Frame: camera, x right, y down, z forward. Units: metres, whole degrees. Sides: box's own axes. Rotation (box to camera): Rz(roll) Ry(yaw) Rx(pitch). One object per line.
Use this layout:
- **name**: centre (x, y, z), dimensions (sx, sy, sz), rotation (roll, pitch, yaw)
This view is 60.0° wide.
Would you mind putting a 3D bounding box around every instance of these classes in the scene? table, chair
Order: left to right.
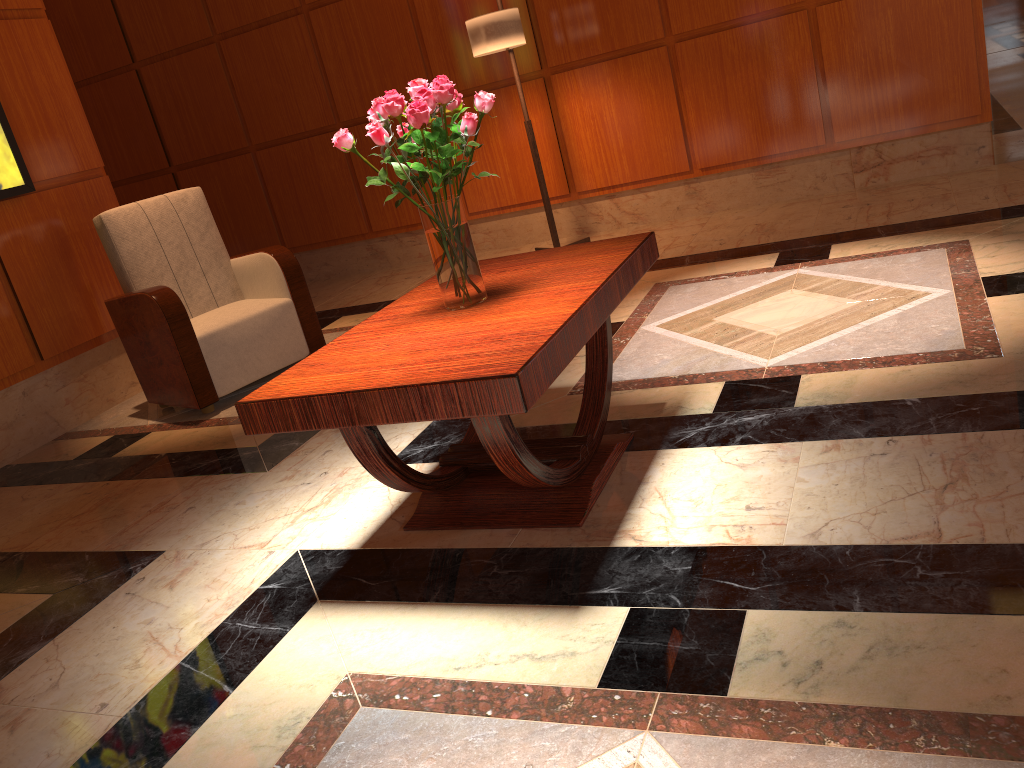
- **chair**: centre (-1.481, -0.450, 4.272), dimensions (0.629, 0.951, 0.745), rotation (2, 24, 43)
- **table**: centre (-0.036, 0.032, 2.453), dimensions (0.723, 0.528, 1.182), rotation (-6, 20, 25)

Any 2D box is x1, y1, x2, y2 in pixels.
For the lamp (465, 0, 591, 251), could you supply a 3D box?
- **lamp**: centre (0.073, -1.512, 5.126), dimensions (0.359, 1.643, 0.533), rotation (-10, 17, 16)

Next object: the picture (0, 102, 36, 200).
- **picture**: centre (-2.855, -1.321, 3.106), dimensions (0.056, 1.718, 2.021), rotation (-7, 19, 26)

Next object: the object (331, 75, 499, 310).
- **object**: centre (-0.194, -0.491, 2.321), dimensions (0.327, 0.590, 0.354), rotation (2, 24, 44)
